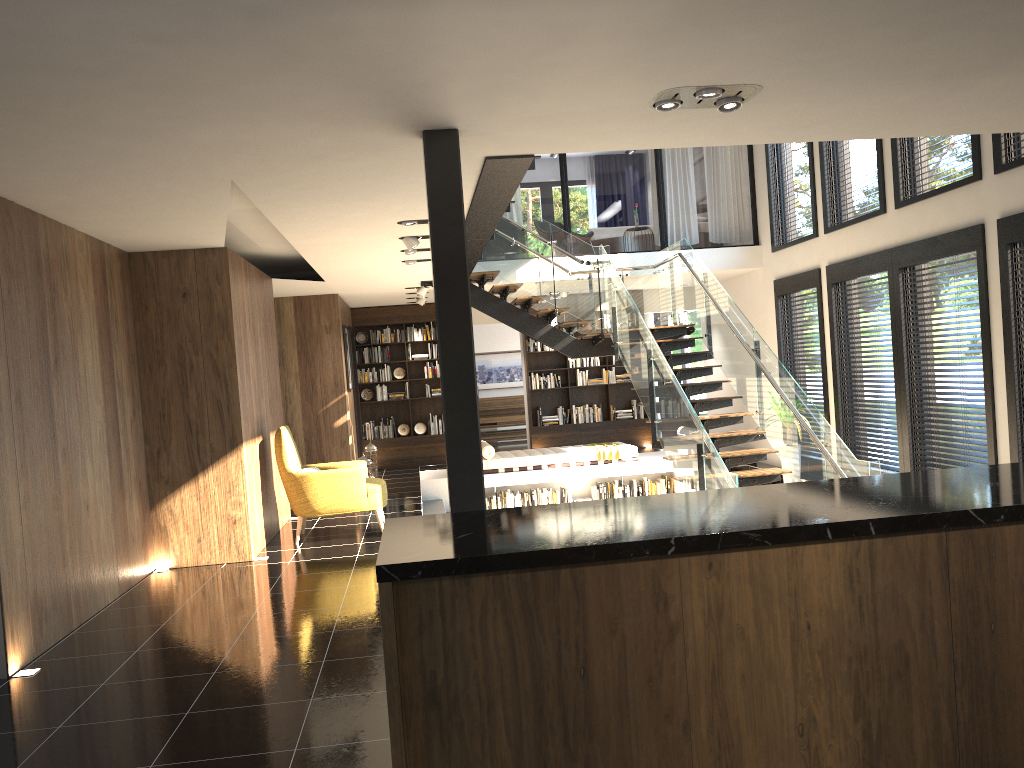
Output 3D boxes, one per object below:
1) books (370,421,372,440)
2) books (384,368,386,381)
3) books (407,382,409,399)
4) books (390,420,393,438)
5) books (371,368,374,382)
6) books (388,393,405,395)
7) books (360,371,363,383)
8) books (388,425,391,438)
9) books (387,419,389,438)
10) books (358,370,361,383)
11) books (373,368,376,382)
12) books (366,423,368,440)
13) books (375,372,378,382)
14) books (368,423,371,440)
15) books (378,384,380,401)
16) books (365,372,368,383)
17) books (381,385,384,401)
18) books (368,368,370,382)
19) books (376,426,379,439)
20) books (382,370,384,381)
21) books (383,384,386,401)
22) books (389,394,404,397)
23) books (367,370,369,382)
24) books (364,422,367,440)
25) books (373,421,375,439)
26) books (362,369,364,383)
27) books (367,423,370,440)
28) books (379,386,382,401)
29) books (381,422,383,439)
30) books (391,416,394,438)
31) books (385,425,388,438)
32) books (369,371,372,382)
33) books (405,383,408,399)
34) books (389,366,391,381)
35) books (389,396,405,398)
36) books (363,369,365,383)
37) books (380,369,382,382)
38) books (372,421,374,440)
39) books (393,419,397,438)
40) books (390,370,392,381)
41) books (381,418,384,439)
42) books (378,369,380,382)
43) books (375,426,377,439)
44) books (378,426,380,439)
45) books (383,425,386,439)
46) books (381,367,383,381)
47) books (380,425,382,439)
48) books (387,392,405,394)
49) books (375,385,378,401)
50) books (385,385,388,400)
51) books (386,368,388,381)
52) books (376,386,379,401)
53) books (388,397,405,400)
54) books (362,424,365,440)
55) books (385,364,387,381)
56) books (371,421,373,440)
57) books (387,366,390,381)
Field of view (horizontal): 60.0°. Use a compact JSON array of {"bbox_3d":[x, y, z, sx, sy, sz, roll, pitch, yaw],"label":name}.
[{"bbox_3d":[-2.342,0.770,14.741,0.016,0.304,0.217,-4,1,-6],"label":"books"},{"bbox_3d":[-2.116,-0.153,14.771,0.027,0.214,0.159,-4,1,-6],"label":"books"},{"bbox_3d":[-1.739,0.103,14.781,0.018,0.286,0.157,-4,1,-6],"label":"books"},{"bbox_3d":[-2.007,0.745,14.778,0.027,0.304,0.204,-4,1,-6],"label":"books"},{"bbox_3d":[-2.312,-0.148,14.745,0.036,0.235,0.169,-4,1,-6],"label":"books"},{"bbox_3d":[-1.928,0.165,14.776,0.293,0.016,0.174,-4,1,-8],"label":"books"},{"bbox_3d":[-2.500,-0.113,14.727,0.045,0.192,0.164,-4,1,-6],"label":"books"},{"bbox_3d":[-2.036,0.795,14.795,0.033,0.208,0.192,-4,1,-6],"label":"books"},{"bbox_3d":[-2.062,0.740,14.771,0.016,0.322,0.218,-4,1,-6],"label":"books"},{"bbox_3d":[-2.539,-0.126,14.728,0.030,0.224,0.166,-4,1,-6],"label":"books"},{"bbox_3d":[-2.279,-0.152,14.728,0.026,0.237,0.164,-4,1,-6],"label":"books"},{"bbox_3d":[-2.408,0.786,14.743,0.014,0.282,0.232,-4,1,-6],"label":"books"},{"bbox_3d":[-2.253,-0.119,14.745,0.026,0.167,0.173,-4,1,-6],"label":"books"},{"bbox_3d":[-2.359,0.789,14.734,0.022,0.269,0.216,-4,1,-6],"label":"books"},{"bbox_3d":[-2.204,0.143,14.735,0.018,0.275,0.144,-4,1,-6],"label":"books"},{"bbox_3d":[-2.418,-0.108,14.734,0.037,0.169,0.148,-4,1,-6],"label":"books"},{"bbox_3d":[-2.153,0.143,14.761,0.024,0.265,0.147,-4,1,-6],"label":"books"},{"bbox_3d":[-2.376,-0.144,14.752,0.019,0.236,0.139,-4,1,-6],"label":"books"},{"bbox_3d":[-2.233,0.806,14.748,0.021,0.217,0.220,-4,1,-6],"label":"books"},{"bbox_3d":[-2.139,-0.140,14.745,0.025,0.194,0.172,-4,1,-6],"label":"books"},{"bbox_3d":[-2.125,0.134,14.756,0.032,0.279,0.133,-4,1,-6],"label":"books"},{"bbox_3d":[-1.927,0.190,14.789,0.244,0.033,0.142,-4,1,-10],"label":"books"},{"bbox_3d":[-2.394,-0.129,14.757,0.018,0.208,0.126,-4,1,-6],"label":"books"},{"bbox_3d":[-2.434,0.784,14.772,0.032,0.288,0.179,-4,1,-6],"label":"books"},{"bbox_3d":[-2.294,0.766,14.767,0.020,0.304,0.189,-4,1,-6],"label":"books"},{"bbox_3d":[-2.465,-0.137,14.700,0.022,0.235,0.194,-4,1,-6],"label":"books"},{"bbox_3d":[-2.388,0.784,14.762,0.030,0.283,0.170,-4,1,-6],"label":"books"},{"bbox_3d":[-2.181,0.156,14.764,0.031,0.245,0.120,-4,1,-6],"label":"books"},{"bbox_3d":[-2.162,0.768,14.760,0.017,0.282,0.232,-4,1,-6],"label":"books"},{"bbox_3d":[-1.984,0.718,14.757,0.019,0.357,0.235,-4,1,-6],"label":"books"},{"bbox_3d":[-2.086,0.792,14.790,0.036,0.222,0.173,-4,1,-6],"label":"books"},{"bbox_3d":[-2.344,-0.118,14.728,0.035,0.180,0.164,-4,1,-6],"label":"books"},{"bbox_3d":[-1.766,0.117,14.803,0.032,0.262,0.157,-4,1,-6],"label":"books"},{"bbox_3d":[-2.035,-0.174,14.780,0.023,0.245,0.133,-4,1,-6],"label":"books"},{"bbox_3d":[-1.925,0.216,14.790,0.266,0.021,0.152,-4,1,-8],"label":"books"},{"bbox_3d":[-2.450,-0.137,14.749,0.018,0.232,0.123,-4,1,-6],"label":"books"},{"bbox_3d":[-2.178,-0.143,14.725,0.016,0.206,0.204,-4,1,-6],"label":"books"},{"bbox_3d":[-2.313,0.769,14.771,0.018,0.302,0.195,-4,1,-6],"label":"books"},{"bbox_3d":[-1.955,0.735,14.783,0.042,0.316,0.193,-4,1,-6],"label":"books"},{"bbox_3d":[-2.013,-0.143,14.773,0.015,0.181,0.136,-4,1,-6],"label":"books"},{"bbox_3d":[-2.146,0.737,14.744,0.016,0.341,0.217,-4,1,-6],"label":"books"},{"bbox_3d":[-2.216,-0.146,14.756,0.053,0.216,0.151,-4,1,-6],"label":"books"},{"bbox_3d":[-2.265,0.810,14.792,0.035,0.212,0.159,-4,1,-6],"label":"books"},{"bbox_3d":[-2.210,0.809,14.778,0.029,0.207,0.166,-4,1,-6],"label":"books"},{"bbox_3d":[-2.121,0.794,14.787,0.034,0.223,0.208,-4,1,-6],"label":"books"},{"bbox_3d":[-2.164,-0.163,14.754,0.020,0.243,0.154,-4,1,-6],"label":"books"},{"bbox_3d":[-2.182,0.799,14.771,0.026,0.222,0.209,-4,1,-6],"label":"books"},{"bbox_3d":[-1.927,0.150,14.768,0.292,0.013,0.187,-4,1,-4],"label":"books"},{"bbox_3d":[-2.252,0.151,14.756,0.020,0.264,0.152,-4,1,-6],"label":"books"},{"bbox_3d":[-2.095,0.145,14.777,0.030,0.253,0.138,-4,1,-6],"label":"books"},{"bbox_3d":[-2.075,-0.154,14.766,0.018,0.211,0.157,-4,1,-6],"label":"books"},{"bbox_3d":[-2.224,0.153,14.723,0.026,0.257,0.192,-4,1,-6],"label":"books"},{"bbox_3d":[-1.923,0.243,14.788,0.262,0.032,0.154,-4,1,-4],"label":"books"},{"bbox_3d":[-2.464,0.800,14.762,0.032,0.262,0.194,-4,1,-6],"label":"books"},{"bbox_3d":[-2.094,-0.189,14.749,0.018,0.284,0.198,-4,1,-6],"label":"books"},{"bbox_3d":[-2.326,0.768,14.736,0.015,0.306,0.222,-4,1,-6],"label":"books"},{"bbox_3d":[-2.055,-0.180,14.756,0.021,0.260,0.197,-4,1,-6],"label":"books"}]
